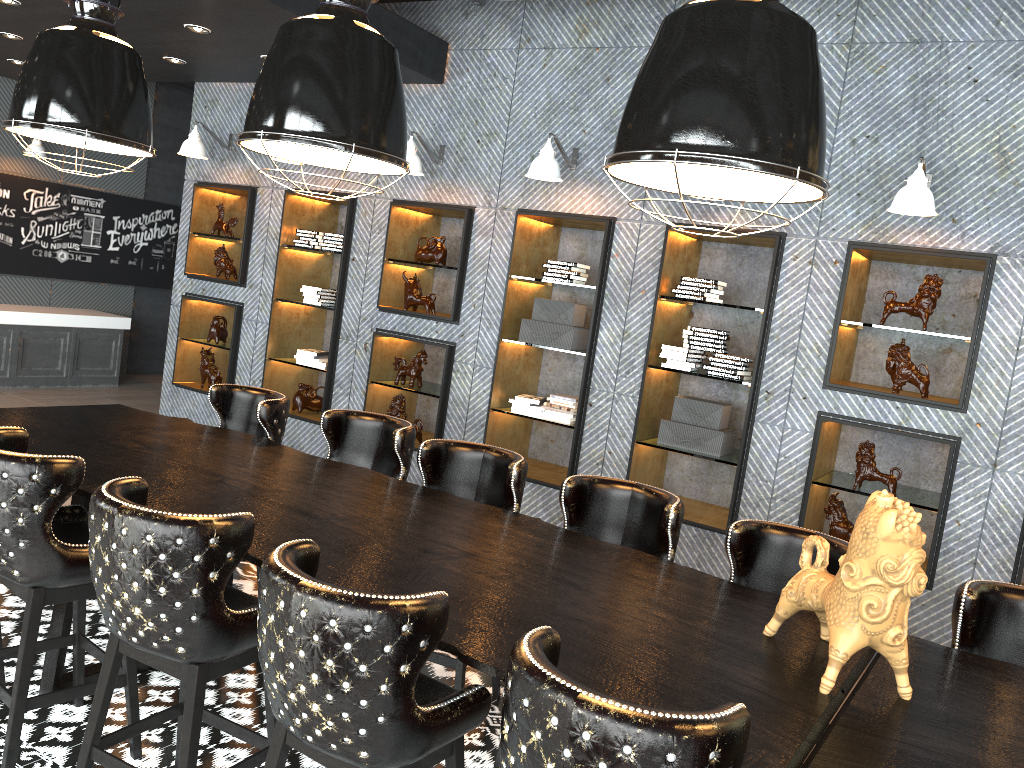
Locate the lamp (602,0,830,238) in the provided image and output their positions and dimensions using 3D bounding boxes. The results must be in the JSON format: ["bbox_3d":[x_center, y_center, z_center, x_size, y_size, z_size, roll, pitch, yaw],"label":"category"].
[{"bbox_3d":[0.706,-1.556,2.379,0.621,2.300,0.622,7,6,-15],"label":"lamp"}]

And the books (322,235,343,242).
[{"bbox_3d":[-1.379,-1.160,7.150,0.245,0.028,0.194,9,6,10],"label":"books"}]

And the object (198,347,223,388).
[{"bbox_3d":[-2.648,-0.133,7.822,0.269,0.362,0.170,11,6,23],"label":"object"}]

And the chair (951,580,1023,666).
[{"bbox_3d":[1.506,1.203,2.669,0.504,1.091,0.568,12,6,32],"label":"chair"}]

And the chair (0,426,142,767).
[{"bbox_3d":[-1.584,0.719,2.987,0.504,1.091,0.568,13,7,39],"label":"chair"}]

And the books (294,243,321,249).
[{"bbox_3d":[-1.636,-1.127,7.300,0.246,0.028,0.193,12,7,34],"label":"books"}]

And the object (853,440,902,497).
[{"bbox_3d":[2.053,0.477,4.980,0.257,0.294,0.134,13,7,38],"label":"object"}]

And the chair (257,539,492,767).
[{"bbox_3d":[-0.402,0.970,2.238,0.504,1.091,0.568,12,6,33],"label":"chair"}]

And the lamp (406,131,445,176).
[{"bbox_3d":[-0.622,-1.611,6.244,0.489,0.287,0.244,3,8,-44],"label":"lamp"}]

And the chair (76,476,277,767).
[{"bbox_3d":[-0.983,0.845,2.618,0.504,1.091,0.568,11,6,27],"label":"chair"}]

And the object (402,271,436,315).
[{"bbox_3d":[-0.691,-0.673,6.630,0.325,0.309,0.154,12,7,35],"label":"object"}]

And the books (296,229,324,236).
[{"bbox_3d":[-1.618,-1.238,7.289,0.246,0.028,0.193,11,7,27],"label":"books"}]

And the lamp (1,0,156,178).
[{"bbox_3d":[-1.768,-2.070,3.847,0.621,2.300,0.622,7,6,-15],"label":"lamp"}]

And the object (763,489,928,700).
[{"bbox_3d":[0.906,0.513,2.373,0.249,0.545,0.475,8,6,-7],"label":"object"}]

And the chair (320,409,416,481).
[{"bbox_3d":[-0.802,0.702,4.246,0.504,1.091,0.568,11,6,27],"label":"chair"}]

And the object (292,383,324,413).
[{"bbox_3d":[-1.670,0.116,7.366,0.314,0.251,0.157,3,8,-44],"label":"object"}]

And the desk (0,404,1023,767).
[{"bbox_3d":[0.788,1.230,2.319,7.601,0.926,1.433,12,7,30],"label":"desk"}]

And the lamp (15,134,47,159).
[{"bbox_3d":[-5.285,-2.653,9.794,0.243,0.287,0.490,3,8,-44],"label":"lamp"}]

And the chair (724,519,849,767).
[{"bbox_3d":[0.871,1.069,3.070,0.504,1.091,0.568,13,7,38],"label":"chair"}]

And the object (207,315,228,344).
[{"bbox_3d":[-2.588,-0.485,7.840,0.126,0.249,0.253,9,6,5],"label":"object"}]

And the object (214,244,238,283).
[{"bbox_3d":[-2.484,-1.049,7.715,0.236,0.329,0.155,12,7,35],"label":"object"}]

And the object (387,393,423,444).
[{"bbox_3d":[-0.804,0.280,6.691,0.338,0.387,0.177,13,7,38],"label":"object"}]

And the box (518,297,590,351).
[{"bbox_3d":[0.294,-0.422,6.165,0.420,0.315,0.298,12,6,30],"label":"box"}]

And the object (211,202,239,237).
[{"bbox_3d":[-2.468,-1.418,7.661,0.290,0.290,0.097,11,6,29],"label":"object"}]

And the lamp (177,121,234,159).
[{"bbox_3d":[-2.517,-2.012,7.368,0.489,0.287,0.244,3,8,-44],"label":"lamp"}]

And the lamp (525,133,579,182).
[{"bbox_3d":[0.311,-1.442,5.691,0.489,0.287,0.244,3,8,-44],"label":"lamp"}]

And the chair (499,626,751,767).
[{"bbox_3d":[0.195,1.095,1.872,0.504,1.091,0.568,12,7,35],"label":"chair"}]

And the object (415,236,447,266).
[{"bbox_3d":[-0.601,-0.998,6.591,0.278,0.222,0.138,12,6,30],"label":"object"}]

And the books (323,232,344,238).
[{"bbox_3d":[-1.374,-1.188,7.147,0.245,0.028,0.194,9,6,2],"label":"books"}]

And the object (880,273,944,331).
[{"bbox_3d":[2.223,-0.468,4.941,0.292,0.325,0.152,11,6,28],"label":"object"}]

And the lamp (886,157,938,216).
[{"bbox_3d":[2.151,-1.014,4.599,0.489,0.287,0.244,3,8,-44],"label":"lamp"}]

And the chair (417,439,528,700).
[{"bbox_3d":[-0.269,0.824,3.821,0.504,1.091,0.568,10,6,21],"label":"chair"}]

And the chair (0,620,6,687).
[{"bbox_3d":[-2.233,0.592,3.293,0.504,1.091,0.568,13,7,39],"label":"chair"}]

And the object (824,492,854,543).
[{"bbox_3d":[1.928,0.824,5.122,0.267,0.359,0.168,11,6,23],"label":"object"}]

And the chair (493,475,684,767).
[{"bbox_3d":[0.328,0.948,3.467,0.504,1.091,0.568,11,6,25],"label":"chair"}]

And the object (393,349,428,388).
[{"bbox_3d":[-0.782,-0.130,6.712,0.317,0.306,0.143,11,6,25],"label":"object"}]

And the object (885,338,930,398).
[{"bbox_3d":[2.213,-0.079,4.944,0.242,0.337,0.159,12,7,35],"label":"object"}]

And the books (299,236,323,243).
[{"bbox_3d":[-1.607,-1.183,7.329,0.246,0.028,0.193,13,7,37],"label":"books"}]

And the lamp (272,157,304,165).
[{"bbox_3d":[-1.597,-1.832,6.822,0.489,0.287,0.244,3,8,-44],"label":"lamp"}]

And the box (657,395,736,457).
[{"bbox_3d":[1.176,0.261,5.660,0.420,0.315,0.323,12,7,30],"label":"box"}]

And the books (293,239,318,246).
[{"bbox_3d":[-1.654,-1.159,7.299,0.246,0.028,0.193,14,8,42],"label":"books"}]

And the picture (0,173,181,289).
[{"bbox_3d":[-6.181,-1.781,9.147,0.200,1.102,12.466,11,7,30],"label":"picture"}]

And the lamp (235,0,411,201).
[{"bbox_3d":[-0.531,-1.813,3.113,0.621,2.300,0.622,7,6,-15],"label":"lamp"}]

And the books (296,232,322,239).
[{"bbox_3d":[-1.623,-1.211,7.292,0.246,0.028,0.193,12,7,35],"label":"books"}]

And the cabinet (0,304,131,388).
[{"bbox_3d":[-4.777,0.094,5.869,6.317,0.826,8.420,12,7,30],"label":"cabinet"}]

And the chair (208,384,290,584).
[{"bbox_3d":[-1.485,0.573,4.531,0.504,1.091,0.568,13,7,39],"label":"chair"}]

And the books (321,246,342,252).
[{"bbox_3d":[-1.391,-1.077,7.158,0.245,0.028,0.194,9,6,9],"label":"books"}]

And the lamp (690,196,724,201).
[{"bbox_3d":[1.229,-1.207,5.147,0.489,0.287,0.244,3,8,-44],"label":"lamp"}]
